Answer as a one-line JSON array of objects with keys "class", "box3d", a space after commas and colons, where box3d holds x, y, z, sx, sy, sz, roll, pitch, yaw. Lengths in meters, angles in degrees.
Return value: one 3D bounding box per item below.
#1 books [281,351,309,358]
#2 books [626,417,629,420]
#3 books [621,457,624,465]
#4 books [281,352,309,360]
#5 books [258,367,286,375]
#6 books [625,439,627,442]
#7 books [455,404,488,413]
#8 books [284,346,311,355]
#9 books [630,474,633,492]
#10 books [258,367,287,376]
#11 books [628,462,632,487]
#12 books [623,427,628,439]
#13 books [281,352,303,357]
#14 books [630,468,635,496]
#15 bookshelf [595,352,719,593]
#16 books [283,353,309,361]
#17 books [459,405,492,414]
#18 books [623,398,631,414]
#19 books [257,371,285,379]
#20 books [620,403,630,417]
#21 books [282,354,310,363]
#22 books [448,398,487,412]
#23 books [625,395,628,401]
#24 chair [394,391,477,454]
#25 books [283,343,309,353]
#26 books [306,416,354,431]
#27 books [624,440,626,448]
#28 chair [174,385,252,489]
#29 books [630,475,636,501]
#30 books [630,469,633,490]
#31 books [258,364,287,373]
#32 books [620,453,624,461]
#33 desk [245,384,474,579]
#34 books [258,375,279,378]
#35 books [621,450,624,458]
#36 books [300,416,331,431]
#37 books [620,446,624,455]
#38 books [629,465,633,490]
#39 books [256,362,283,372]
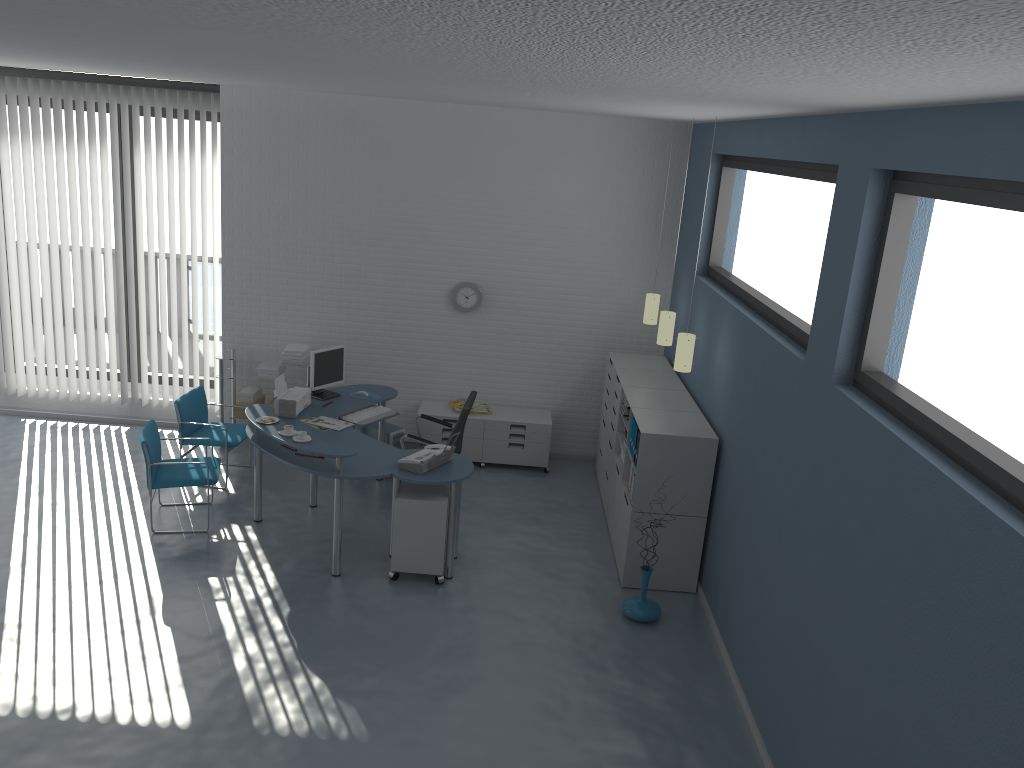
[{"class": "books", "box3d": [-1.985, -0.285, 8.135, 0.190, 0.015, 0.270, 5, 16, -1]}, {"class": "books", "box3d": [0.980, 0.240, 6.903, 0.209, 0.019, 0.265, 5, 16, -1]}, {"class": "books", "box3d": [1.002, 0.604, 6.985, 0.270, 0.015, 0.190, 5, 16, -1]}, {"class": "books", "box3d": [-1.988, -0.269, 8.133, 0.190, 0.015, 0.270, 5, 16, 1]}, {"class": "books", "box3d": [-2.212, -0.134, 8.185, 0.190, 0.015, 0.270, 4, 16, -2]}, {"class": "books", "box3d": [0.964, 0.466, 6.652, 0.212, 0.023, 0.224, 5, 16, -1]}, {"class": "books", "box3d": [-0.379, 0.219, 8.251, 0.300, 0.020, 0.210, 3, 16, -6]}, {"class": "books", "box3d": [-1.965, -0.315, 8.133, 0.190, 0.015, 0.270, 5, 16, -1]}, {"class": "books", "box3d": [0.932, 0.701, 6.328, 0.157, 0.172, 0.021, 5, 16, -1]}, {"class": "books", "box3d": [-2.212, -0.122, 8.195, 0.190, 0.015, 0.270, 5, 16, 0]}, {"class": "books", "box3d": [0.934, 0.654, 6.437, 0.157, 0.203, 0.040, 5, 16, -1]}, {"class": "books", "box3d": [0.964, 0.393, 6.662, 0.224, 0.041, 0.283, 5, 16, -1]}, {"class": "books", "box3d": [-1.983, -0.298, 8.124, 0.190, 0.015, 0.270, 5, 16, 2]}, {"class": "books", "box3d": [0.929, 0.695, 6.263, 0.166, 0.217, 0.038, 5, 16, -1]}, {"class": "bookshelf", "box3d": [1.082, 0.583, 7.150, 0.521, 1.141, 2.294, 5, 16, -1]}, {"class": "books", "box3d": [-1.980, -0.255, 8.141, 0.190, 0.015, 0.270, 4, 16, -4]}, {"class": "books", "box3d": [-0.353, 0.238, 8.264, 0.300, 0.020, 0.210, 0, 16, -16]}, {"class": "books", "box3d": [0.984, 0.177, 6.886, 0.212, 0.044, 0.265, 5, 16, -1]}, {"class": "books", "box3d": [-2.223, -0.093, 8.200, 0.190, 0.015, 0.270, 4, 16, -2]}, {"class": "books", "box3d": [0.970, 0.210, 6.908, 0.234, 0.034, 0.240, 5, 16, -1]}, {"class": "books", "box3d": [-1.982, -0.241, 8.145, 0.190, 0.015, 0.270, 5, 16, -1]}, {"class": "books", "box3d": [-0.414, 0.194, 8.253, 0.300, 0.020, 0.210, 15, 19, 33]}, {"class": "books", "box3d": [0.990, 0.110, 6.871, 0.212, 0.024, 0.258, 5, 16, -1]}, {"class": "chair", "box3d": [-0.666, 0.542, 7.159, 0.652, 0.948, 0.584, 6, 16, 4]}, {"class": "books", "box3d": [-1.974, -0.327, 8.120, 0.190, 0.015, 0.270, 3, 16, -6]}, {"class": "books", "box3d": [-1.380, 0.300, 6.739, 0.300, 0.010, 0.200, 12, 17, 23]}, {"class": "books", "box3d": [0.962, 0.488, 6.679, 0.212, 0.034, 0.265, 5, 16, -1]}, {"class": "chair", "box3d": [-2.490, 0.436, 7.446, 0.543, 0.707, 0.542, 6, 16, 4]}, {"class": "books", "box3d": [0.923, 0.730, 6.197, 0.173, 0.184, 0.032, 5, 16, -1]}, {"class": "books", "box3d": [0.933, 0.679, 6.350, 0.157, 0.203, 0.032, 5, 16, -1]}, {"class": "books", "box3d": [-2.212, -0.151, 8.188, 0.190, 0.015, 0.270, 5, 16, 0]}, {"class": "books", "box3d": [1.003, 0.589, 6.980, 0.270, 0.015, 0.190, 4, 16, -4]}, {"class": "desk", "box3d": [-1.290, 0.634, 6.736, 1.402, 0.900, 2.282, -3, 17, -25]}, {"class": "books", "box3d": [-2.222, -0.107, 8.196, 0.190, 0.015, 0.270, 3, 16, -5]}, {"class": "books", "box3d": [1.002, 0.562, 6.965, 0.270, 0.015, 0.190, 5, 16, -1]}, {"class": "books", "box3d": [-1.443, 0.299, 6.728, 0.200, 0.005, 0.300, -11, 22, -44]}, {"class": "books", "box3d": [0.999, 0.528, 6.974, 0.270, 0.015, 0.190, 5, 16, -1]}, {"class": "books", "box3d": [0.933, 0.674, 6.377, 0.157, 0.198, 0.022, 5, 16, -1]}, {"class": "books", "box3d": [-2.228, -0.163, 8.170, 0.190, 0.015, 0.270, 4, 16, -4]}]
